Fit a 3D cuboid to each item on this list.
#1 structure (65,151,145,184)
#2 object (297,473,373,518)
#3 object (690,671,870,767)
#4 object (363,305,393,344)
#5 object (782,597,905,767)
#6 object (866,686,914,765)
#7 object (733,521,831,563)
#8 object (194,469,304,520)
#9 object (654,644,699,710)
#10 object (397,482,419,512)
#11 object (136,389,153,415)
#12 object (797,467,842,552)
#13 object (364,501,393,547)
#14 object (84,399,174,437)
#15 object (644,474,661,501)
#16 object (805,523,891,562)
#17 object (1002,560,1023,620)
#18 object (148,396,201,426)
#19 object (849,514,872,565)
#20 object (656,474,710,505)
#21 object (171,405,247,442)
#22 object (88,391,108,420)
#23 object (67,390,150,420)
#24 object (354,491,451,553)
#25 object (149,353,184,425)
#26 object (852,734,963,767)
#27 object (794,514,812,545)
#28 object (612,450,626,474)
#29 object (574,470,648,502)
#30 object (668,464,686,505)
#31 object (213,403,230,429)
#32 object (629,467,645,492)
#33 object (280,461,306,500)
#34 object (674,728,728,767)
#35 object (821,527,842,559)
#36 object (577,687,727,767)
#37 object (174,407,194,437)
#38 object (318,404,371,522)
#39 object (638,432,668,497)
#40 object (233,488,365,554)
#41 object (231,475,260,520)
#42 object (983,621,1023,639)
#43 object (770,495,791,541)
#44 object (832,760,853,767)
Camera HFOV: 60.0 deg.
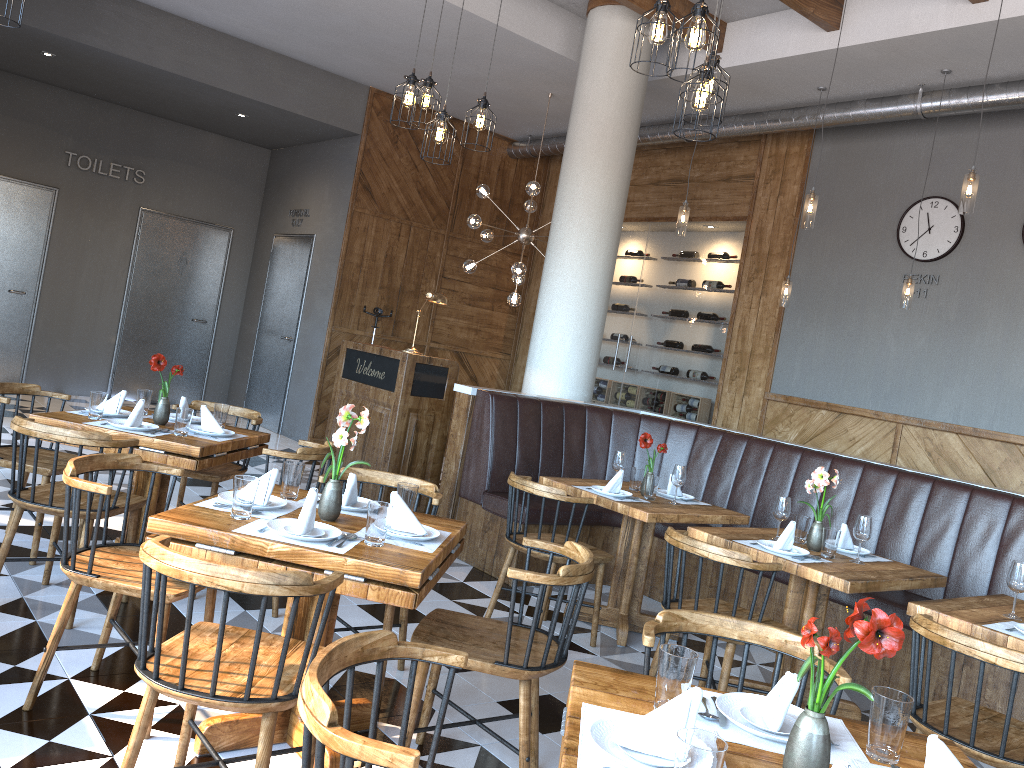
[{"bbox_3d":[-4.865,-2.582,10.602,0.912,0.166,0.035,8,1,-39],"label":"structure"},{"bbox_3d":[-0.593,0.392,3.304,0.352,0.137,0.272,10,2,6],"label":"object"},{"bbox_3d":[0.557,0.648,1.851,0.352,0.137,0.272,10,2,6],"label":"object"},{"bbox_3d":[-1.628,-0.032,9.861,0.374,1.659,0.375,10,0,-16],"label":"object"},{"bbox_3d":[0.582,0.553,1.567,0.171,0.355,0.156,10,0,16],"label":"object"},{"bbox_3d":[0.755,0.688,1.783,0.079,0.132,0.080,10,0,-34],"label":"object"},{"bbox_3d":[1.230,0.687,4.001,0.271,0.137,0.353,9,2,-39],"label":"object"},{"bbox_3d":[-0.882,0.350,3.065,0.272,0.137,0.352,10,2,6],"label":"object"},{"bbox_3d":[0.332,0.613,1.818,0.079,0.132,0.080,10,0,-34],"label":"object"},{"bbox_3d":[-0.390,0.433,3.235,0.080,0.132,0.080,10,0,-24],"label":"object"},{"bbox_3d":[-1.973,0.097,4.741,0.080,0.132,0.080,10,0,-14],"label":"object"},{"bbox_3d":[1.434,0.583,4.160,0.146,0.400,0.207,10,0,-31],"label":"object"},{"bbox_3d":[-0.425,0.443,2.796,0.080,0.132,0.080,10,0,-24],"label":"object"},{"bbox_3d":[-1.807,0.143,4.243,0.352,0.137,0.272,10,2,6],"label":"object"},{"bbox_3d":[0.771,0.575,4.905,0.080,0.132,0.079,10,0,36],"label":"object"},{"bbox_3d":[1.639,0.747,4.322,0.271,0.137,0.353,9,2,-39],"label":"object"},{"bbox_3d":[1.953,0.796,3.426,0.081,0.215,0.081,10,0,15],"label":"object"},{"bbox_3d":[-1.755,0.132,4.773,0.352,0.137,0.272,10,2,6],"label":"object"},{"bbox_3d":[1.597,0.710,4.052,0.081,0.215,0.081,10,0,-8],"label":"object"},{"bbox_3d":[0.962,0.596,5.180,0.271,0.137,0.353,9,2,-39],"label":"object"},{"bbox_3d":[-1.518,0.185,4.482,0.272,0.137,0.352,10,2,6],"label":"object"},{"bbox_3d":[-2.018,0.106,4.308,0.080,0.132,0.080,10,0,26],"label":"object"},{"bbox_3d":[-2.045,0.090,4.534,0.272,0.137,0.352,10,2,6],"label":"object"},{"bbox_3d":[-0.355,0.444,3.013,0.272,0.137,0.352,10,2,6],"label":"object"},{"bbox_3d":[-1.795,0.024,4.520,0.171,0.355,0.156,10,0,8],"label":"object"},{"bbox_3d":[0.795,0.701,1.560,0.272,0.137,0.352,10,2,6],"label":"object"},{"bbox_3d":[1.403,0.708,4.305,0.079,0.132,0.080,10,0,-39],"label":"object"},{"bbox_3d":[0.612,0.496,5.126,0.081,0.215,0.081,10,0,43],"label":"object"},{"bbox_3d":[0.553,0.536,4.858,0.271,0.137,0.353,9,2,-39],"label":"object"},{"bbox_3d":[0.917,0.558,4.914,0.081,0.215,0.081,10,0,-8],"label":"object"},{"bbox_3d":[-1.549,0.173,4.706,0.080,0.132,0.080,10,0,-14],"label":"object"},{"bbox_3d":[0.723,0.557,5.168,0.079,0.132,0.080,10,0,-39],"label":"object"},{"bbox_3d":[-0.813,0.357,3.270,0.080,0.132,0.080,10,0,-24],"label":"object"},{"bbox_3d":[0.286,0.621,1.386,0.079,0.132,0.080,10,0,-34],"label":"object"},{"bbox_3d":[1.451,0.727,4.043,0.080,0.132,0.079,10,0,36],"label":"object"},{"bbox_3d":[0.268,0.606,1.612,0.272,0.137,0.352,10,2,6],"label":"object"},{"bbox_3d":[-1.585,0.184,4.267,0.080,0.132,0.080,10,0,-24],"label":"object"},{"bbox_3d":[-0.574,0.271,3.044,0.146,0.400,0.207,10,0,-27],"label":"object"},{"bbox_3d":[0.767,0.456,5.031,0.171,0.355,0.155,10,0,44],"label":"object"},{"bbox_3d":[-0.644,0.402,2.774,0.352,0.137,0.272,10,2,6],"label":"object"},{"bbox_3d":[-0.858,0.365,2.838,0.080,0.132,0.080,10,0,-24],"label":"object"},{"bbox_3d":[1.912,0.839,3.135,0.271,0.137,0.353,9,2,-39],"label":"object"},{"bbox_3d":[1.292,0.648,4.264,0.081,0.215,0.081,10,0,43],"label":"object"},{"bbox_3d":[0.505,0.659,1.321,0.352,0.137,0.272,10,2,6],"label":"object"}]
